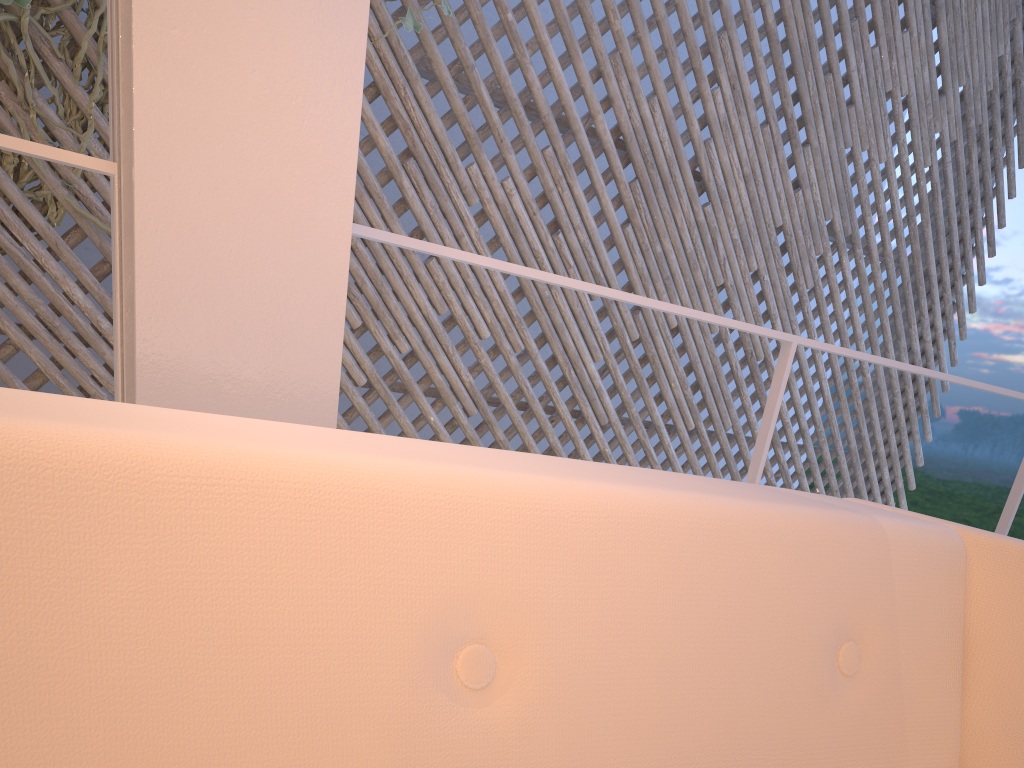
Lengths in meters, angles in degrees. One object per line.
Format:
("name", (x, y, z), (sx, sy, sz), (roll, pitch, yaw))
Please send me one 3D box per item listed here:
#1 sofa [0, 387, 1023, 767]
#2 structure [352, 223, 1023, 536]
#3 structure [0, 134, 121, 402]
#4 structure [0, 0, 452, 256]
("sofa", (-0.077, 0.226, 0.258), (0.997, 0.403, 0.455), (8, 9, -29))
("structure", (0.535, 0.274, 1.212), (1.721, 0.613, 0.025), (8, 17, -29))
("structure", (-1.075, -0.001, 0.299), (1.723, 0.613, 0.025), (8, 17, -29))
("structure", (-0.438, -1.363, 1.737), (2.360, 2.965, 0.667), (1, 20, -35))
